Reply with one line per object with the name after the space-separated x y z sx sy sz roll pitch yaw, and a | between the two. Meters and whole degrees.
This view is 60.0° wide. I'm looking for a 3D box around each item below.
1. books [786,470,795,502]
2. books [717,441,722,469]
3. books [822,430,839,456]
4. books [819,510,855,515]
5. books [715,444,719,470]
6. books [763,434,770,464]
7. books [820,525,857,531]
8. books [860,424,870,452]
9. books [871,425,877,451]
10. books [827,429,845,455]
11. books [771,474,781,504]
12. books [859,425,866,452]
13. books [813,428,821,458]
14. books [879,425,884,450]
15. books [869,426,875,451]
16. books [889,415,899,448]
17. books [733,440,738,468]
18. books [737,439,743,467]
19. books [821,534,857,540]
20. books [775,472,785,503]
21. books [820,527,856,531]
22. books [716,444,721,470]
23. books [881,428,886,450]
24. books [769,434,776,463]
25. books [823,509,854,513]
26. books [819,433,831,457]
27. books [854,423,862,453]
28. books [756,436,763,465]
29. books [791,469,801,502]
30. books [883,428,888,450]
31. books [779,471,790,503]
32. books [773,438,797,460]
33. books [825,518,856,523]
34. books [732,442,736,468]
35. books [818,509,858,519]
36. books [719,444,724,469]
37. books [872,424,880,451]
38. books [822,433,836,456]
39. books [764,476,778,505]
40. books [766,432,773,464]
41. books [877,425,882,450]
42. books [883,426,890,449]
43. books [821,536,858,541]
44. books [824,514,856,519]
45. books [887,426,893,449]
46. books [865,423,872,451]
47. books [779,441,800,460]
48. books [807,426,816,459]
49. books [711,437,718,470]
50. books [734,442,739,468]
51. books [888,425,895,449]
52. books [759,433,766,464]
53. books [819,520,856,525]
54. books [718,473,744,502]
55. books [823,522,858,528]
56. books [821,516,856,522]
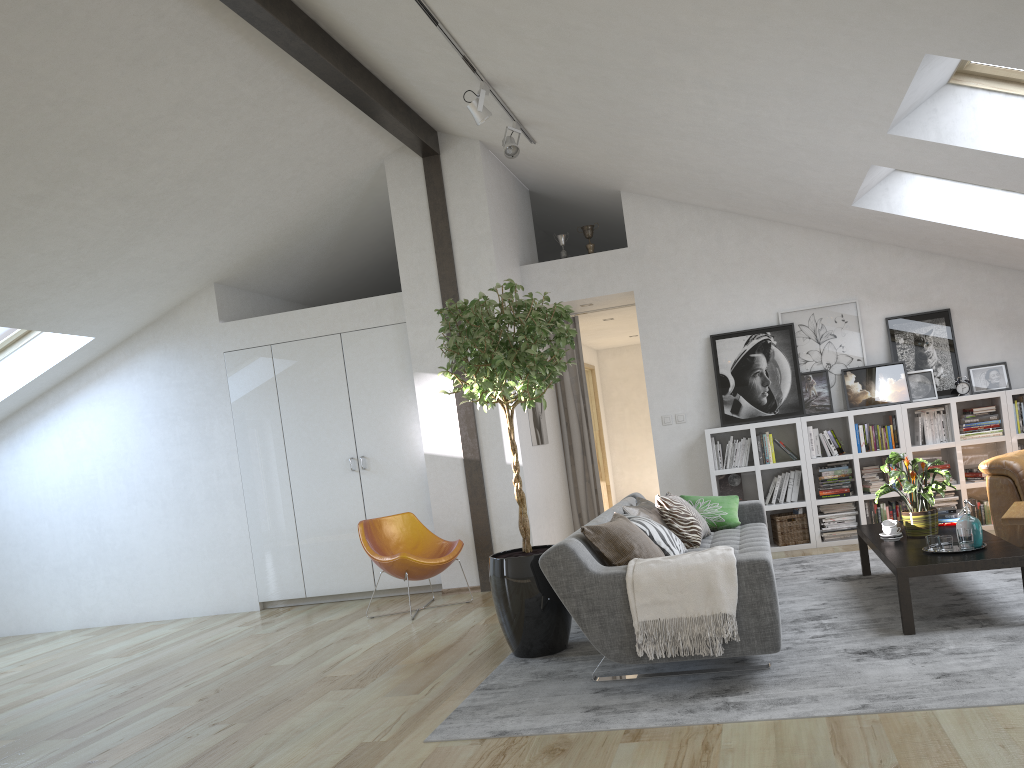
2.277 0.833 7.266 0.096 0.251 0.183 -7 0 14 | books
1.717 0.585 7.323 0.011 0.231 0.130 -7 0 15 | books
2.552 0.472 7.113 0.095 0.214 0.141 -7 0 14 | books
2.619 1.030 7.165 0.264 0.011 0.151 -8 -4 9 | books
1.696 0.601 7.328 0.012 0.206 0.132 -7 0 15 | books
2.071 0.528 7.234 0.027 0.242 0.170 -7 0 15 | books
2.627 1.148 7.143 0.268 0.015 0.173 -8 -4 10 | books
2.814 0.429 7.071 0.035 0.221 0.138 -7 0 14 | books
2.871 0.430 7.056 0.016 0.201 0.130 -7 0 15 | books
2.589 0.464 7.104 0.118 0.219 0.151 -8 0 14 | books
2.169 0.860 7.284 0.104 0.229 0.171 -7 0 14 | books
2.783 0.436 7.075 0.027 0.216 0.141 -7 0 15 | books
2.453 0.474 7.155 0.041 0.233 0.172 -7 0 15 | books
2.923 0.426 7.042 0.013 0.193 0.111 -7 0 15 | books
2.854 0.433 7.058 0.017 0.201 0.130 -7 0 15 | books
3.026 0.377 7.026 0.032 0.261 0.142 -7 0 15 | books
1.834 0.570 7.277 0.068 0.225 0.130 -7 0 14 | books
1.873 0.564 7.283 0.072 0.229 0.149 -7 0 14 | books
2.641 1.223 7.157 0.269 0.015 0.172 -8 -4 5 | books
2.196 0.849 7.274 0.108 0.244 0.161 -7 0 14 | books
2.621 1.164 7.150 0.266 0.015 0.173 -9 -4 15 | books
1.706 0.598 7.319 0.012 0.207 0.132 -7 0 15 | books
2.937 0.434 7.034 0.014 0.172 0.112 -7 0 15 | books
2.117 0.523 7.227 0.025 0.236 0.172 -7 0 15 | books
2.627 1.016 7.153 0.236 0.011 0.152 -8 -4 10 | books
2.504 0.486 7.118 0.072 0.195 0.143 -7 0 14 | books
2.753 0.432 7.086 0.032 0.232 0.142 -7 0 15 | books
2.020 0.538 7.239 0.027 0.236 0.173 -7 0 15 | books
2.318 0.826 7.250 0.108 0.255 0.185 -7 0 14 | books
2.951 0.432 7.033 0.014 0.172 0.112 -7 0 15 | books
2.228 0.842 7.265 0.116 0.247 0.183 -7 0 14 | books
2.211 0.530 7.197 0.168 0.196 0.166 -8 -1 13 | books
2.643 1.093 7.154 0.236 0.012 0.153 -9 -4 15 | books
1.821 0.583 7.274 0.062 0.202 0.132 -7 0 14 | books
2.618 1.048 7.156 0.307 0.023 0.166 -8 -4 9 | books
1.728 0.596 7.316 0.011 0.206 0.132 -7 0 15 | books
2.892 0.424 7.059 0.023 0.208 0.136 -7 0 15 | books
2.532 0.485 7.110 0.088 0.192 0.143 -7 0 14 | books
2.125 0.871 7.288 0.132 0.220 0.171 -8 -1 14 | books
2.097 0.525 7.239 0.025 0.276 0.212 -7 -1 15 | books
2.911 0.425 7.054 0.017 0.201 0.130 -7 0 15 | books
2.965 0.423 7.030 0.016 0.188 0.122 -7 0 15 | books
2.647 1.238 7.173 0.268 0.015 0.173 -8 -4 10 | books
2.629 1.063 7.150 0.237 0.012 0.151 -8 -4 5 | books
2.983 0.422 7.020 0.024 0.183 0.108 -7 0 15 | books
2.839 0.423 7.067 0.016 0.225 0.129 -7 0 15 | books
2.246 0.536 7.187 0.143 0.169 0.134 -8 -1 13 | books
2.409 0.468 7.152 0.038 0.256 0.191 -7 0 15 | books
1.676 0.573 7.331 0.023 0.268 0.144 -7 0 15 | books
1.841 0.581 7.272 0.062 0.201 0.132 -7 0 14 | books
3.001 0.417 7.016 0.013 0.189 0.108 -7 0 15 | books
2.043 0.524 7.232 0.025 0.255 0.158 -7 0 15 | books
2.624 1.108 7.160 0.264 0.011 0.151 -8 -4 9 | books
1.833 0.886 7.418 0.187 0.275 0.096 -8 1 12 | books
2.639 1.131 7.149 0.245 0.016 0.158 -8 -4 5 | books
2.628 1.080 7.160 0.253 0.019 0.165 -8 -4 10 | books
